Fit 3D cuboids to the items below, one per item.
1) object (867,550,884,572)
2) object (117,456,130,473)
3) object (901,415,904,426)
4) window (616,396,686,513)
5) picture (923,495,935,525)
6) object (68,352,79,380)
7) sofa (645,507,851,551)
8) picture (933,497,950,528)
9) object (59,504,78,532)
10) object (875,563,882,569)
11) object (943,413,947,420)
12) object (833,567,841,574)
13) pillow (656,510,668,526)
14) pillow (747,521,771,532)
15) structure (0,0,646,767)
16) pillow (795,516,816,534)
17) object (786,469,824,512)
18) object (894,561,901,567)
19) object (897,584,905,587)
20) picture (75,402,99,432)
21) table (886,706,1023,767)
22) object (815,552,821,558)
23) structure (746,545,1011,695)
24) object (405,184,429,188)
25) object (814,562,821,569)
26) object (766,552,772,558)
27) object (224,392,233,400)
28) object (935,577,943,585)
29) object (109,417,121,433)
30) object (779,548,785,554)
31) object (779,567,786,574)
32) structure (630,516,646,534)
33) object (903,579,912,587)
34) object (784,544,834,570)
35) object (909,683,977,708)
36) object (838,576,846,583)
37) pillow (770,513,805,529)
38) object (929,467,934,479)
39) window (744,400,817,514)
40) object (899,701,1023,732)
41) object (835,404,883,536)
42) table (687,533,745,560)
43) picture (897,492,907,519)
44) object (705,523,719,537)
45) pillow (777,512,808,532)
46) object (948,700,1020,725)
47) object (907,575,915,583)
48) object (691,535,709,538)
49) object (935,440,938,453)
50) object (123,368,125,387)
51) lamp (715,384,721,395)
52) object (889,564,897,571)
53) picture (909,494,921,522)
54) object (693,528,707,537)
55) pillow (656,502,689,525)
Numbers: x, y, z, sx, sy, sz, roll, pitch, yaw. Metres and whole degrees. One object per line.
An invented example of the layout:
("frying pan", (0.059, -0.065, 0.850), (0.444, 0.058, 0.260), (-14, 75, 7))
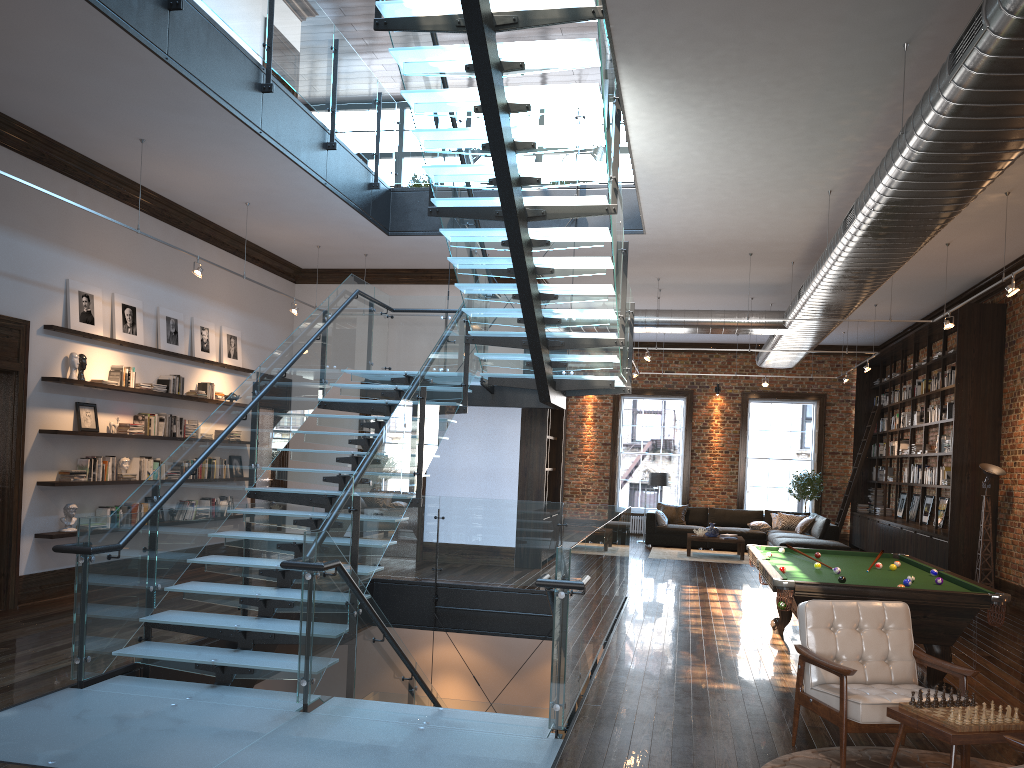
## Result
("object", (3.311, 1.602, 8.071), (0.028, 0.072, 1.612), (2, -5, 27))
("object", (-4.254, 0.886, 9.727), (0.147, 0.187, 0.128), (2, -2, 27))
("object", (7.262, 0.694, 16.465), (0.075, 0.254, 0.087), (2, -1, 1))
("window", (3.224, 1.659, 20.558), (1.519, 2.750, 0.155), (2, 0, 11))
("picture", (7.150, 2.168, 15.275), (0.112, 0.497, 0.509), (2, -2, 11))
("object", (-4.390, -0.174, 8.881), (0.098, 0.288, 0.098), (3, -1, -36))
("sofa", (4.257, 2.809, 16.717), (3.498, 0.803, 3.462), (2, -5, 11))
("picture", (6.982, 2.087, 14.419), (0.112, 0.497, 0.509), (2, -2, 11))
("object", (-4.449, 1.339, 8.900), (0.165, 0.282, 0.171), (3, -1, -20))
("object", (3.160, 1.567, 7.639), (0.057, 0.057, 0.057), (4, -3, -24))
("object", (6.886, 0.527, 14.025), (0.096, 0.136, 0.236), (3, -4, -5))
("object", (2.605, 1.497, 7.105), (0.057, 0.057, 0.057), (3, -3, -19))
("pillow", (3.019, 2.703, 17.881), (0.243, 0.305, 0.575), (2, -4, 12))
("pillow", (4.914, 2.833, 17.651), (0.409, 0.203, 0.613), (2, -4, 9))
("structure", (-0.778, 0.448, 7.607), (3.574, 14.479, 7.059), (2, -1, 11))
("pillow", (5.637, 2.726, 17.064), (0.313, 0.354, 0.631), (2, -4, 11))
("object", (6.339, 2.764, 19.265), (0.811, 1.862, 0.802), (2, -1, 20))
("object", (3.414, 1.597, 7.860), (0.057, 0.057, 0.057), (4, -3, -33))
("object", (2.699, 1.419, 6.152), (0.057, 0.057, 0.057), (1, -3, 29))
("picture", (-4.386, 0.346, 9.165), (0.077, 0.299, 0.301), (2, -2, 11))
("table", (2.068, 1.790, 4.096), (0.517, 0.494, 0.463), (3, -2, -14))
("object", (2.886, 1.618, 8.371), (0.057, 0.057, 0.057), (4, -3, -30))
("structure", (2.847, 1.937, 7.475), (1.551, 0.850, 2.967), (2, -5, 11))
("object", (-1.676, -2.998, 16.498), (0.813, 1.862, 0.800), (3, -1, -30))
("object", (2.555, 1.521, 7.416), (0.057, 0.057, 0.057), (5, -3, -42))
("object", (2.368, 1.578, 8.170), (0.057, 0.057, 0.057), (2, -2, 10))
("object", (-3.760, 0.177, 11.826), (0.282, 0.135, 0.124), (4, -3, -22))
("object", (3.227, 1.489, 6.700), (0.057, 0.057, 0.057), (1, -3, 33))
("object", (-4.286, 0.442, 9.572), (0.122, 0.187, 0.059), (4, -1, -43))
("object", (2.646, 1.635, 8.695), (0.057, 0.057, 0.057), (2, -3, 12))
("object", (2.128, 1.465, 6.975), (0.057, 0.057, 0.057), (4, -3, -32))
("structure", (3.099, 3.230, 20.283), (1.300, 0.395, 0.216), (2, -1, 11))
("object", (2.904, 1.459, 6.514), (0.057, 0.057, 0.057), (2, -3, 16))
("object", (2.727, 1.586, 8.185), (0.028, 0.072, 1.611), (2, -5, 3))
("object", (2.057, 1.483, 4.228), (0.334, 0.101, 0.076), (4, -2, -14))
("object", (2.424, 1.438, 6.514), (0.057, 0.057, 0.057), (2, -3, 16))
("pillow", (5.524, 2.772, 17.745), (0.702, 0.338, 0.270), (2, -2, 12))
("object", (7.018, 1.529, 14.720), (0.166, 0.282, 0.015), (2, 0, 11))
("window", (6.029, 1.735, 20.006), (1.519, 2.750, 0.155), (2, 0, 11))
("object", (2.085, 1.535, 4.102), (0.388, 0.028, 0.389), (4, -5, -14))
("object", (7.068, 1.947, 18.318), (0.896, 3.073, 0.496), (2, 0, 11))
("table", (3.723, 2.976, 16.275), (0.999, 0.345, 1.004), (2, -4, 11))
("picture", (7.501, 2.337, 17.066), (0.112, 0.497, 0.509), (2, -2, 11))
("object", (3.659, 2.670, 16.219), (0.215, 0.251, 0.215), (0, -3, 44))
("pillow", (5.563, 2.731, 17.555), (0.611, 0.361, 0.289), (2, -2, 15))
("object", (2.119, 1.464, 3.977), (0.334, 0.101, 0.076), (4, -2, -14))
("object", (3.038, 1.486, 6.754), (0.057, 0.057, 0.057), (5, -3, -40))
("object", (3.418, 2.765, 16.086), (0.267, 0.018, 0.202), (-1, -6, 35))
("object", (6.746, 0.952, 14.030), (0.069, 0.288, 0.117), (2, -1, 4))
("object", (-4.241, -0.075, 9.554), (0.154, 0.206, 0.010), (2, 0, 11))
("lamp", (4.616, 0.121, 19.890), (0.126, 0.236, 0.155), (2, -1, 11))
("object", (3.249, 1.564, 7.563), (0.057, 0.057, 0.057), (2, -3, 11))
("picture", (7.312, 2.246, 16.103), (0.112, 0.497, 0.509), (2, -2, 11))
("object", (3.432, 2.695, 16.095), (0.218, 0.159, 0.219), (5, -4, -37))
("pillow", (3.267, 2.668, 18.227), (0.700, 0.439, 0.305), (2, -2, 11))
